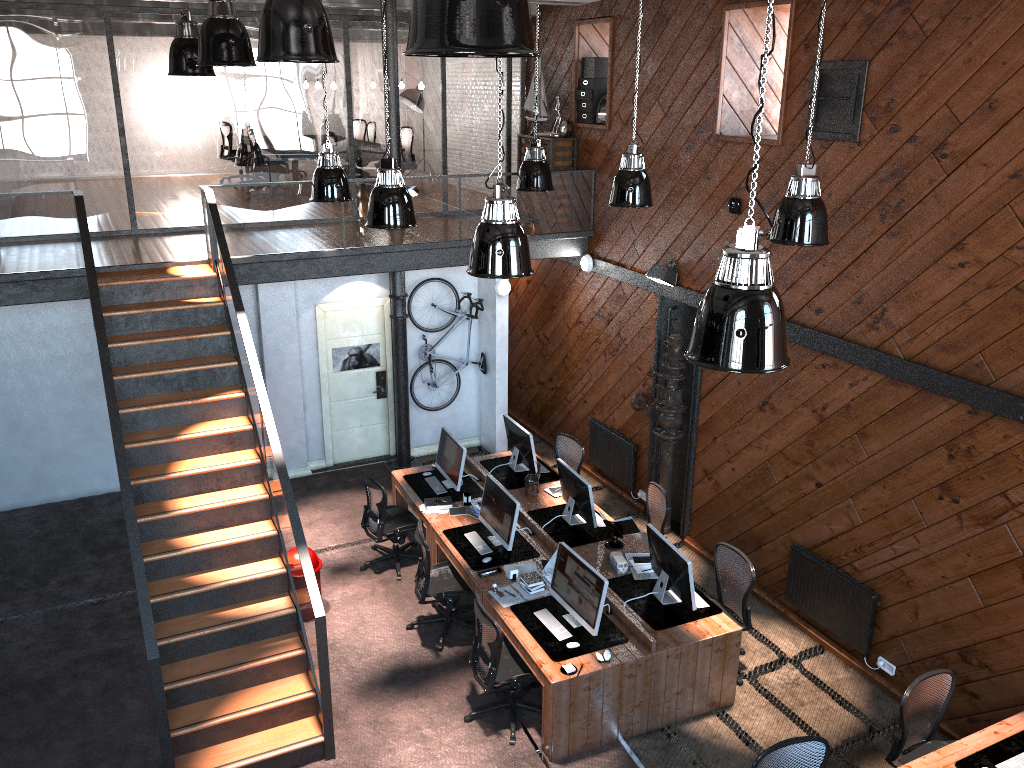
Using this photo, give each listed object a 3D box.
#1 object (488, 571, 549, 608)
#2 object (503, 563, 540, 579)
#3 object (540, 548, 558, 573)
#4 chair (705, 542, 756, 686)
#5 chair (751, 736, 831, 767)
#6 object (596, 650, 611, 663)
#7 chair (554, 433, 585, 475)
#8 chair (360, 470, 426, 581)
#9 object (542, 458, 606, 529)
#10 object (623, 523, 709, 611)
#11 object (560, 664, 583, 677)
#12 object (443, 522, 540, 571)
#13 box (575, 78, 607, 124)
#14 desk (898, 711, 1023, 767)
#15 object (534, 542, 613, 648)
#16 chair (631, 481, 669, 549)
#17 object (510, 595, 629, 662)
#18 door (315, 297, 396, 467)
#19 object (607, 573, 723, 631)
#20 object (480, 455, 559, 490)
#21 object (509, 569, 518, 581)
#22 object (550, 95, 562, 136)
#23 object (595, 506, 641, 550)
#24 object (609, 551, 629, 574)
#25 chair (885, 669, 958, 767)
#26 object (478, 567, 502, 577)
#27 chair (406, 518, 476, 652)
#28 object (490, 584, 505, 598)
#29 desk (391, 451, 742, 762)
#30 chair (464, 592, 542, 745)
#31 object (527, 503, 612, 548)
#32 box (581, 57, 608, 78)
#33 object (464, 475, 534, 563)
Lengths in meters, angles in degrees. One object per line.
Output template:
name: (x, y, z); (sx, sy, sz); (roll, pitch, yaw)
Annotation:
object: (0.063, 1.769, 7.731); (0.478, 0.098, 0.319); (-9, 21, -27)
object: (0.084, 1.700, 8.082); (0.315, 0.002, 0.246); (-3, 19, -10)
object: (0.341, 1.546, 8.048); (0.165, 0.320, 0.178); (-5, 20, -16)
chair: (1.777, 2.018, 7.835); (0.792, 1.085, 0.770); (-13, 23, -35)
chair: (1.838, 2.812, 5.509); (0.770, 1.085, 0.792); (-13, 23, -35)
object: (0.703, 2.097, 6.840); (0.106, 0.063, 0.082); (-3, 19, -9)
chair: (0.506, 1.174, 10.280); (0.770, 1.085, 0.792); (17, 25, 40)
chair: (-1.283, 1.423, 9.509); (0.770, 1.085, 0.792); (17, 25, 40)
object: (0.687, 1.129, 8.927); (0.642, 0.578, 0.772); (7, 20, 19)
object: (1.370, 1.599, 7.564); (0.663, 0.578, 0.811); (11, 21, 28)
object: (0.442, 2.156, 6.717); (0.154, 0.026, 0.158); (7, 20, 19)
object: (-0.210, 1.534, 8.557); (0.687, 0.008, 0.848); (-8, 21, -24)
box: (0.990, -3.467, 10.856); (0.299, 0.519, 0.374); (-9, 21, -25)
desk: (2.261, 3.165, 4.861); (4.117, 0.840, 1.748); (-9, 21, -25)
object: (0.564, 1.695, 7.257); (0.610, 0.573, 0.714); (-9, 21, -26)
chair: (1.281, 1.597, 9.059); (0.792, 1.085, 0.770); (-9, 21, -26)
object: (0.458, 1.969, 7.298); (0.687, 0.008, 0.848); (-8, 21, -24)
door: (-2.063, -0.011, 11.863); (1.013, 2.268, 0.064); (-9, 21, -25)
object: (1.303, 1.839, 7.696); (0.687, 0.008, 0.848); (-8, 21, -24)
object: (0.094, 0.987, 10.166); (0.687, 0.008, 0.848); (-8, 21, -24)
object: (0.017, 1.706, 7.918); (0.076, 0.102, 0.034); (-8, 21, -24)
object: (0.551, -3.328, 11.002); (0.145, 0.487, 0.144); (-6, 20, -19)
object: (0.988, 1.369, 8.478); (0.417, 0.380, 0.304); (14, 23, 34)
object: (0.983, 1.640, 8.143); (0.128, 0.146, 0.253); (-4, 19, -12)
chair: (3.015, 2.601, 6.153); (0.792, 1.085, 0.770); (17, 25, 40)
object: (-0.201, 1.702, 8.031); (0.215, 0.031, 0.089); (-9, 21, -25)
chair: (-0.618, 1.812, 8.383); (0.792, 1.085, 0.770); (-9, 21, -26)
object: (-0.127, 1.790, 7.722); (0.054, 0.064, 0.159); (-14, 24, -36)
desk: (0.254, 1.807, 8.797); (1.748, 0.840, 4.117); (-8, 21, -23)
chair: (-0.022, 2.211, 7.229); (0.792, 1.085, 0.770); (-13, 23, -35)
object: (0.627, 1.406, 8.950); (0.687, 0.008, 0.848); (-8, 21, -24)
box: (1.013, -3.829, 10.743); (0.213, 0.241, 0.313); (-9, 21, -25)
object: (-0.185, 1.287, 8.441); (0.654, 0.576, 0.735); (8, 20, 20)
